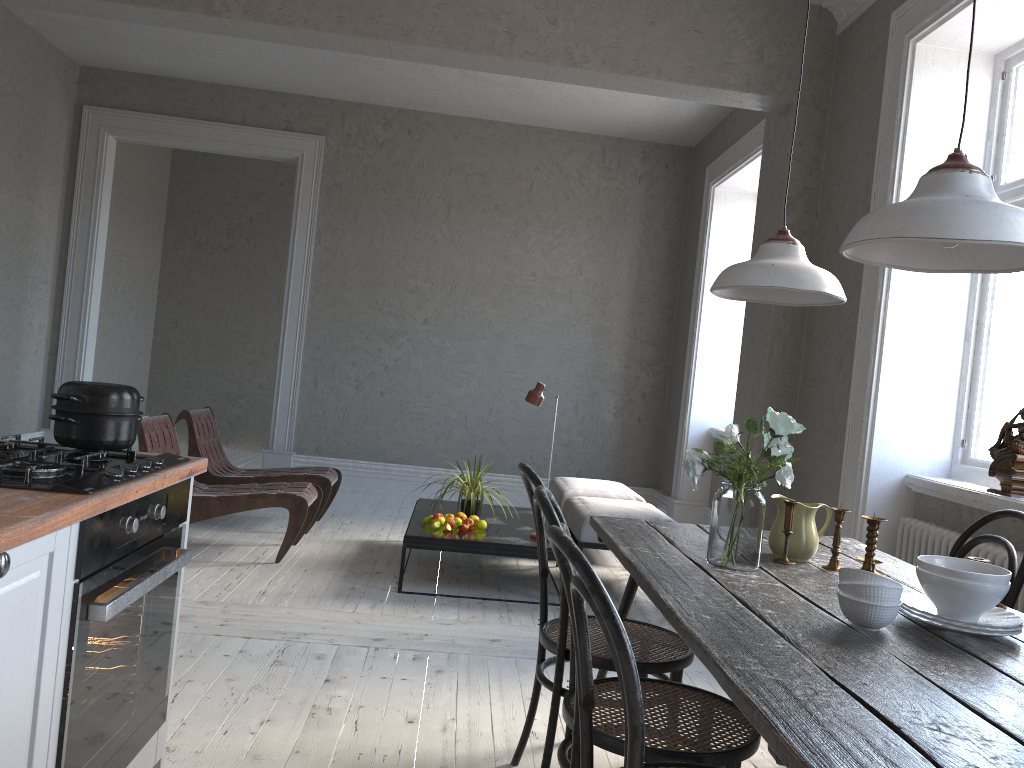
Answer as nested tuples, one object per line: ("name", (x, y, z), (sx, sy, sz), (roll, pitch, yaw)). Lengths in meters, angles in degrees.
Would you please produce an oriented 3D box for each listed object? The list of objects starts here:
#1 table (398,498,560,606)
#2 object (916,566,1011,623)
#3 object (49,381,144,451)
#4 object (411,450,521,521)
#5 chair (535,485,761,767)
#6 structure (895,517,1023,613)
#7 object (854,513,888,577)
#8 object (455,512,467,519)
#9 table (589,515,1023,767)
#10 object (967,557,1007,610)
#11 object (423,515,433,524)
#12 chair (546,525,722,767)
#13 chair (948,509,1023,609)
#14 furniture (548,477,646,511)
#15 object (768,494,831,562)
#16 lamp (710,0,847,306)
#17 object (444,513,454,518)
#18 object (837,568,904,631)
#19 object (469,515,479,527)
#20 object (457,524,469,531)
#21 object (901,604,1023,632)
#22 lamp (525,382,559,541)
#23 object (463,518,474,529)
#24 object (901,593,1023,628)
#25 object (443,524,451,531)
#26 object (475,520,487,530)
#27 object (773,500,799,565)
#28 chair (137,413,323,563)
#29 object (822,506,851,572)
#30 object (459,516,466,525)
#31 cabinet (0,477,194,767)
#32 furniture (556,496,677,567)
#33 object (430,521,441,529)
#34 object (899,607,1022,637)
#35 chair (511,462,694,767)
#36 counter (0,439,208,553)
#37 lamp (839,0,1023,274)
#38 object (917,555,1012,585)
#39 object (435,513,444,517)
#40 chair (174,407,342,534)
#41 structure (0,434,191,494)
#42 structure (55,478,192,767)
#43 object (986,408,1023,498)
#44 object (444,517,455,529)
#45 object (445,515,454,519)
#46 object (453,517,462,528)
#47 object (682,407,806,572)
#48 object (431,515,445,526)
("table", (-0.174, 0.944, 5.147), (0.852, 0.303, 1.305), (6, 1, -4))
("object", (0.929, 0.441, 1.836), (0.181, 0.094, 0.178), (6, 1, -13))
("object", (-0.952, 0.072, 2.036), (0.193, 0.147, 0.190), (6, 1, -25))
("object", (-0.250, 0.582, 5.162), (0.725, 0.420, 0.669), (6, 1, 14))
("chair", (0.276, 0.712, 1.969), (0.548, 0.920, 0.438), (6, 0, 3))
("structure", (1.712, 0.790, 3.199), (0.149, 0.428, 1.217), (6, 1, -5))
("object", (0.934, 0.418, 2.303), (0.097, 0.172, 0.094), (6, 0, -23))
("object", (-0.284, 0.750, 4.948), (0.070, 0.066, 0.070), (6, 1, 11))
("table", (0.712, 0.851, 1.998), (0.908, 0.735, 1.913), (6, 1, -4))
("object", (1.090, 0.467, 2.079), (0.141, 0.112, 0.137), (6, 1, -22))
("object", (-0.458, 0.739, 4.839), (0.058, 0.053, 0.060), (6, 1, 2))
("chair", (0.284, 0.718, 1.486), (0.552, 0.920, 0.435), (6, 0, -7))
("chair", (1.170, 0.800, 2.576), (0.548, 0.920, 0.438), (6, 0, 3))
("furniture", (0.555, 0.912, 6.075), (0.585, 0.476, 0.825), (6, 1, -4))
("object", (0.795, 0.402, 2.480), (0.153, 0.170, 0.133), (6, 1, -43))
("lamp", (0.853, -1.167, 2.522), (0.372, 1.858, 0.387), (6, 0, 33))
("object", (-0.350, 0.745, 4.919), (0.060, 0.063, 0.063), (6, 1, 27))
("object", (0.715, 0.427, 1.772), (0.124, 0.119, 0.128), (6, 1, 11))
("object", (-0.212, 0.758, 4.895), (0.067, 0.066, 0.070), (6, 1, 0))
("object", (-0.263, 0.768, 4.755), (0.064, 0.039, 0.066), (6, 1, 1))
("object", (0.924, 0.485, 1.836), (0.242, 0.027, 0.232), (6, 1, -37))
("lamp", (0.160, 0.412, 4.808), (0.247, 0.839, 0.140), (6, 0, 31))
("object", (-0.238, 0.761, 4.828), (0.058, 0.058, 0.057), (6, 1, -22))
("object", (0.925, 0.477, 1.836), (0.234, 0.027, 0.240), (6, 1, 18))
("object", (-0.346, 0.761, 4.694), (0.048, 0.036, 0.061), (6, 1, 7))
("object", (-0.167, 0.770, 4.836), (0.070, 0.055, 0.058), (6, 1, -37))
("object", (0.745, 0.399, 2.392), (0.059, 0.167, 0.059), (6, 0, 9))
("chair", (-1.623, 0.577, 5.011), (1.021, 0.721, 0.505), (6, 0, -5))
("object", (0.870, 0.410, 2.369), (0.061, 0.172, 0.063), (6, 0, 17))
("object", (-0.277, 0.757, 4.879), (0.058, 0.056, 0.059), (6, 1, -18))
("cabinet", (-0.386, 0.686, 0.513), (4.107, 0.854, 2.030), (7, 1, 42))
("furniture", (0.608, 0.929, 5.095), (0.585, 0.476, 0.825), (6, 1, -4))
("object", (-0.407, 0.754, 4.728), (0.047, 0.037, 0.067), (6, 1, 22))
("object", (0.923, 0.494, 1.836), (0.235, 0.027, 0.239), (6, 1, 13))
("chair", (0.243, 0.702, 2.500), (0.552, 0.920, 0.435), (6, 0, -7))
("counter", (0.099, 0.322, 0.701), (3.174, 0.039, 3.377), (6, 1, -4))
("lamp", (0.901, -1.152, 1.632), (0.379, 1.858, 0.380), (6, 0, 3))
("object", (0.931, 0.421, 1.836), (0.181, 0.094, 0.178), (6, 1, -13))
("object", (-0.406, 0.742, 4.890), (0.056, 0.058, 0.057), (6, 1, 20))
("chair", (-1.670, 0.563, 5.864), (1.021, 0.721, 0.505), (6, 0, -5))
("structure", (-1.029, 0.156, 1.887), (0.498, 0.031, 0.603), (6, 1, -4))
("structure", (-1.094, 0.515, 1.891), (0.620, 0.623, 0.620), (6, 1, -4))
("object", (1.861, 0.248, 3.299), (0.120, 0.329, 0.236), (6, 0, -2))
("object", (-0.339, 0.748, 4.763), (0.060, 0.062, 0.063), (6, 1, -23))
("object", (-0.341, 0.749, 4.857), (0.057, 0.058, 0.058), (6, 1, -14))
("object", (-0.299, 0.754, 4.813), (0.060, 0.058, 0.063), (6, 1, 40))
("object", (0.581, 0.258, 2.253), (0.313, 0.414, 0.250), (6, 0, -6))
("object", (-0.401, 0.740, 4.806), (0.073, 0.064, 0.076), (6, 1, 26))
